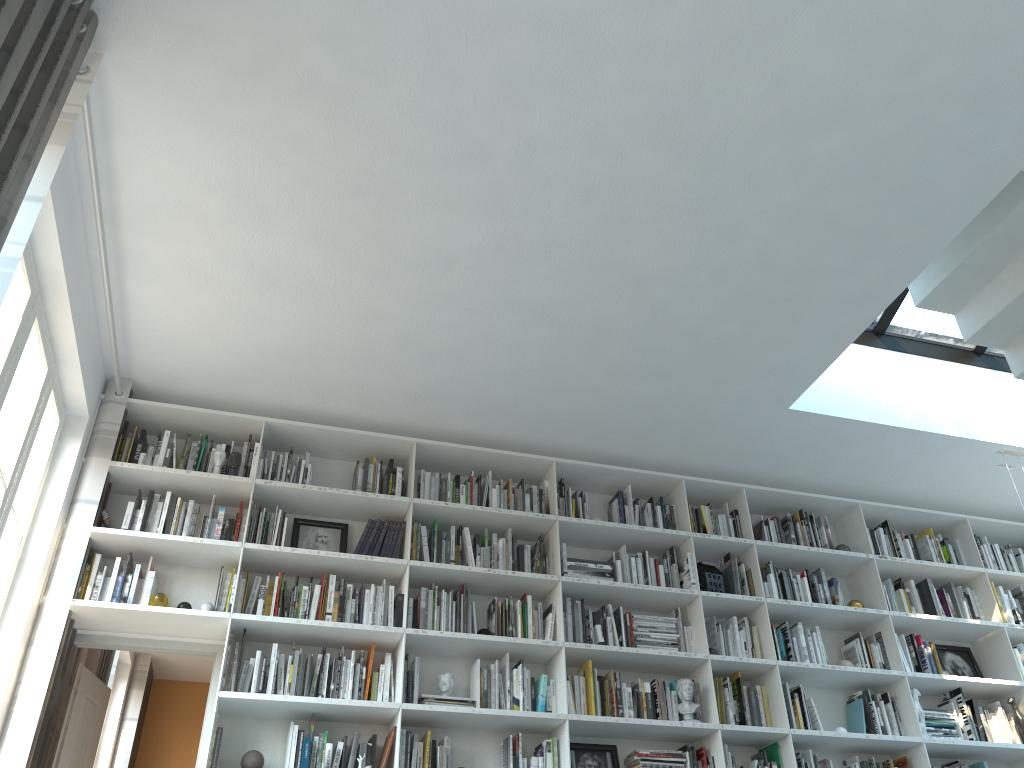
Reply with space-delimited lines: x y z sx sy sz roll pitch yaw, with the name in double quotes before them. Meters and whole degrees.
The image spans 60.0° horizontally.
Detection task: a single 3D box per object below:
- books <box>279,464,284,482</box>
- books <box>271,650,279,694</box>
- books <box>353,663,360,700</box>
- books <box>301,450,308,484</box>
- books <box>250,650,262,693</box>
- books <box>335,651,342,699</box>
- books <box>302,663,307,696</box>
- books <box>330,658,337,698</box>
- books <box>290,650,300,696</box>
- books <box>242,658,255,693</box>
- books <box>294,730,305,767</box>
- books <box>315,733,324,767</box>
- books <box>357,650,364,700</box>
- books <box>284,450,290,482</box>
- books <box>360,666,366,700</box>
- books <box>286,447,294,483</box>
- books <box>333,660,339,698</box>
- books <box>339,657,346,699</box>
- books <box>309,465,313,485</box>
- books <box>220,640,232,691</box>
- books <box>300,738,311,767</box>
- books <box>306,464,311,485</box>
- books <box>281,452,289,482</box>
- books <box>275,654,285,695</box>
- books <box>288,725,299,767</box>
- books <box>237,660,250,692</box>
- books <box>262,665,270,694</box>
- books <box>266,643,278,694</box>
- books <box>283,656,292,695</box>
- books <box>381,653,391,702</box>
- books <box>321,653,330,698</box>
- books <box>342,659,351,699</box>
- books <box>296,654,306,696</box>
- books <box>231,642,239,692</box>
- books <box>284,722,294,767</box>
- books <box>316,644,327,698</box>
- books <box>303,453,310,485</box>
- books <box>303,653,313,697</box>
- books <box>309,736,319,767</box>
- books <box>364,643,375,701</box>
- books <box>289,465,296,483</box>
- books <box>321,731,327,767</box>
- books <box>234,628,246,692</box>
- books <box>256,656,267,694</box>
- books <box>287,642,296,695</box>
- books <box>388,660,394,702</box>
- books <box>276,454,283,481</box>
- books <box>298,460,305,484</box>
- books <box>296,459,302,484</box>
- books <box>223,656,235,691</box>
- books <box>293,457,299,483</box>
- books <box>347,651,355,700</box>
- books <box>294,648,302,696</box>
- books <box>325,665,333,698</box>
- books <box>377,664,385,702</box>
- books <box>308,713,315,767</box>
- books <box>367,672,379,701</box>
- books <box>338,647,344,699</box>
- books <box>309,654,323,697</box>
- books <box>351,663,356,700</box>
"books" -1.288 0.561 4.910 0.014 0.191 0.147 9 -36 -14
"books" -1.159 1.443 4.309 0.011 0.244 0.177 9 -36 -14
"books" -0.784 1.523 4.410 0.021 0.219 0.149 9 -36 -14
"books" -1.172 0.534 4.969 0.007 0.299 0.146 9 -36 -14
"books" -1.243 1.431 4.282 0.022 0.234 0.178 9 -36 -14
"books" -0.870 1.482 4.395 0.012 0.270 0.146 9 -36 -14
"books" -1.029 1.494 4.348 0.010 0.203 0.140 9 -36 -14
"books" -0.892 1.492 4.371 0.013 0.228 0.178 9 -36 -14
"books" -1.070 1.453 4.327 0.021 0.246 0.190 9 -36 -14
"books" -1.278 1.447 4.279 0.042 0.207 0.144 9 -36 -14
"books" -1.008 1.768 4.148 0.031 0.254 0.144 9 -36 -14
"books" -0.915 1.787 4.173 0.022 0.247 0.129 9 -36 -14
"books" -0.769 1.499 4.439 0.015 0.291 0.144 9 -36 -14
"books" -1.259 0.525 4.928 0.007 0.270 0.155 9 -36 -14
"books" -0.751 1.529 4.405 0.013 0.202 0.162 9 -36 -14
"books" -1.244 0.515 4.921 0.015 0.278 0.191 9 -36 -14
"books" -0.883 1.501 4.383 0.013 0.226 0.152 9 -36 -14
"books" -0.852 1.500 4.403 0.011 0.250 0.140 9 -36 -14
"books" -1.136 0.580 4.956 0.013 0.208 0.137 9 -36 -14
"books" -1.385 1.401 4.277 0.012 0.283 0.160 9 -36 -14
"books" -0.970 1.775 4.119 0.029 0.207 0.190 9 -36 -14
"books" -1.146 0.575 4.943 0.014 0.200 0.171 9 -36 -14
"books" -1.270 0.528 4.923 0.016 0.259 0.155 9 -36 -14
"books" -1.136 1.462 4.334 0.049 0.241 0.140 9 -36 -14
"books" -1.032 1.752 4.140 0.024 0.271 0.151 9 -36 -14
"books" -1.295 1.444 4.251 0.037 0.181 0.190 9 -36 -14
"books" -1.205 1.478 4.307 0.021 0.186 0.130 9 -36 -14
"books" -1.178 1.431 4.321 0.023 0.279 0.175 9 -36 -14
"books" -1.100 1.461 4.323 0.014 0.228 0.149 9 -36 -14
"books" -0.642 1.518 4.464 0.027 0.284 0.149 9 -36 -14
"books" -0.933 1.483 4.381 0.021 0.255 0.156 9 -36 -14
"books" -0.836 1.512 4.413 0.028 0.241 0.132 9 -36 -14
"books" -1.038 1.463 4.333 0.024 0.236 0.167 9 -36 -14
"books" -1.337 1.401 4.262 0.027 0.264 0.177 9 -36 -14
"books" -1.050 1.745 4.140 0.012 0.283 0.160 9 -36 -14
"books" -0.946 1.457 4.381 0.013 0.298 0.152 9 -36 -14
"books" -1.165 0.546 4.979 0.015 0.291 0.131 9 -36 -14
"books" -1.009 1.470 4.349 0.023 0.241 0.185 9 -36 -14
"books" -0.943 1.794 4.166 0.030 0.230 0.148 9 -36 -14
"books" -0.728 1.483 4.446 0.035 0.324 0.171 9 -36 -14
"books" -1.229 0.567 4.913 0.026 0.181 0.162 9 -36 -14
"books" -0.894 1.779 4.162 0.011 0.249 0.173 9 -36 -14
"books" -1.318 1.375 4.284 0.012 0.332 0.185 9 -36 -14
"books" -1.216 1.443 4.271 0.028 0.202 0.189 9 -36 -14
"books" -1.088 1.436 4.342 0.011 0.291 0.184 9 -36 -14
"books" -0.612 1.535 4.464 0.036 0.256 0.124 9 -36 -14
"books" -1.299 0.533 4.914 0.016 0.241 0.157 9 -36 -14
"books" -1.179 0.556 4.925 0.021 0.212 0.174 9 -36 -14
"books" -1.198 0.555 4.928 0.013 0.218 0.182 9 -36 -14
"books" -1.364 1.430 4.253 0.026 0.208 0.156 9 -36 -14
"books" -1.213 0.545 4.942 0.013 0.251 0.130 9 -36 -14
"books" -0.808 1.486 4.404 0.015 0.273 0.158 9 -36 -14
"books" -1.060 1.456 4.351 0.011 0.269 0.158 9 -36 -14
"books" -0.913 1.507 4.371 0.021 0.203 0.130 9 -36 -14
"books" -0.668 1.536 4.435 0.031 0.222 0.145 9 -36 -14
"books" -0.961 1.745 4.187 0.011 0.334 0.154 9 -36 -14
"books" -0.697 1.548 4.416 0.030 0.182 0.152 9 -36 -14
"books" -0.864 1.480 4.419 0.011 0.302 0.130 9 -36 -14
"books" -0.980 1.480 4.375 0.048 0.255 0.142 9 -36 -14
"books" -0.798 1.519 4.402 0.012 0.216 0.161 9 -36 -14
